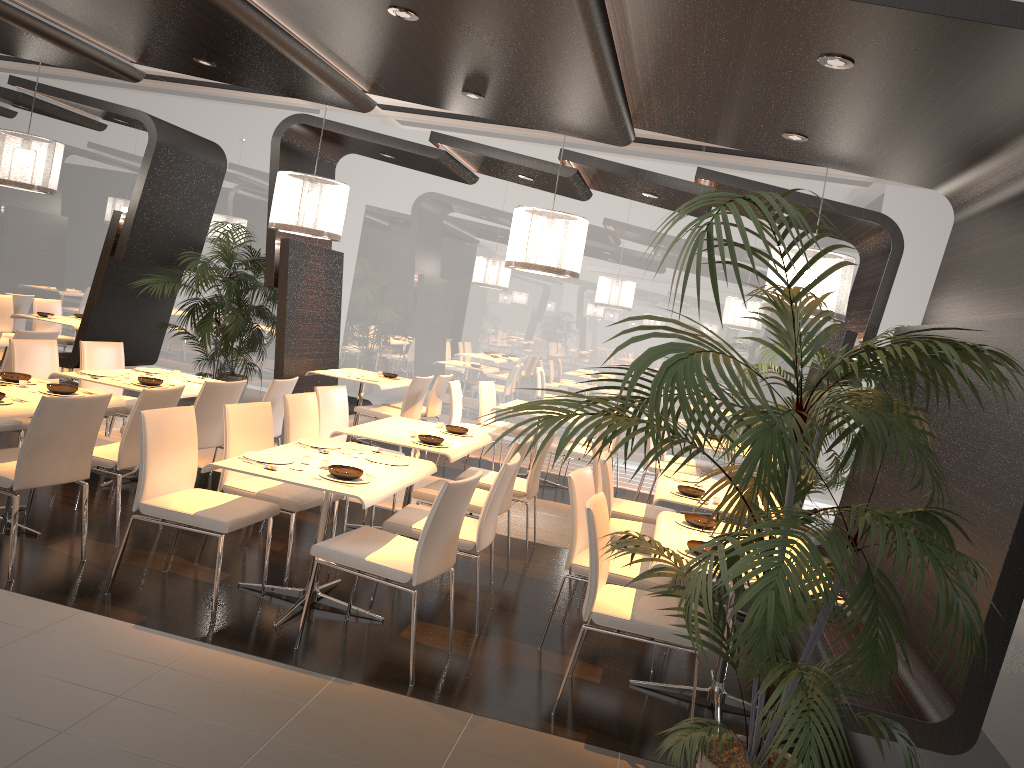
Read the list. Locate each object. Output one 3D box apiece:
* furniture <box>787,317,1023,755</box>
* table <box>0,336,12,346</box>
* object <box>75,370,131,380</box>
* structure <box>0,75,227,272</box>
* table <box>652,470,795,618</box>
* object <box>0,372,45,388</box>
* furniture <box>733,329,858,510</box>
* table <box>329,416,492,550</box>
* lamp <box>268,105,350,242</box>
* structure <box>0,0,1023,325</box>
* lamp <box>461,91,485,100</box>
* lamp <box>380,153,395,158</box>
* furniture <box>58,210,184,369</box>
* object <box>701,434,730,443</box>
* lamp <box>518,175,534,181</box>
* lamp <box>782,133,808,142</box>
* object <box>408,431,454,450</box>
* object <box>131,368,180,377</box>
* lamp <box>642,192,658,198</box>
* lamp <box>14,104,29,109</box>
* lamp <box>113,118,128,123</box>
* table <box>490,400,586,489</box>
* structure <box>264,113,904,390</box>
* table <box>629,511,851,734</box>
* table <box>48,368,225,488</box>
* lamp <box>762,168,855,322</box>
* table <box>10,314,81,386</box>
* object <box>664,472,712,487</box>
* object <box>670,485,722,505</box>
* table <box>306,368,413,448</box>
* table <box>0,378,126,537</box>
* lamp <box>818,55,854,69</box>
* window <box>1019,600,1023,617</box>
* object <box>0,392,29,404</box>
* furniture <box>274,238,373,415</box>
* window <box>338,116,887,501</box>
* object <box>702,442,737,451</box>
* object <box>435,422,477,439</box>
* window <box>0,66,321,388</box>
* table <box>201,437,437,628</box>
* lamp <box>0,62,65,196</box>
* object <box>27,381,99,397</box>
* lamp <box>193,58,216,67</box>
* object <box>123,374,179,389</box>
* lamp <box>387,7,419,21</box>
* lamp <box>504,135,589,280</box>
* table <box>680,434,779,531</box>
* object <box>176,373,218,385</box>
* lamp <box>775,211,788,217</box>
[{"bbox_3d":[1.934,0.452,4.670,0.759,1.672,2.901,10,3,10],"label":"furniture"},{"bbox_3d":[-4.566,-0.046,6.727,0.802,0.725,1.147,10,3,11],"label":"table"},{"bbox_3d":[-2.796,-0.073,6.038,0.335,0.038,0.377,10,4,5],"label":"object"},{"bbox_3d":[-6.384,-2.635,10.175,5.948,1.728,1.401,11,2,11],"label":"structure"},{"bbox_3d":[1.244,1.049,5.541,0.802,0.725,1.147,10,3,11],"label":"table"},{"bbox_3d":[-2.911,-0.028,5.192,0.304,0.044,0.365,11,4,10],"label":"object"},{"bbox_3d":[2.598,0.274,8.349,0.759,1.674,1.401,10,2,11],"label":"furniture"},{"bbox_3d":[-0.564,0.708,5.916,1.055,0.725,1.147,10,3,11],"label":"table"},{"bbox_3d":[-1.652,-2.255,7.735,0.631,1.930,0.623,10,1,39],"label":"lamp"},{"bbox_3d":[-2.408,-1.590,5.573,10.688,1.736,2.901,11,3,11],"label":"structure"},{"bbox_3d":[-0.261,-1.955,5.954,0.162,0.050,0.161,11,4,16],"label":"lamp"},{"bbox_3d":[-1.293,-2.390,9.193,0.160,0.054,0.160,11,4,16],"label":"lamp"},{"bbox_3d":[-4.327,-1.028,9.726,0.759,1.674,1.401,10,2,11],"label":"furniture"},{"bbox_3d":[2.032,0.538,8.767,0.304,0.044,0.365,11,4,10],"label":"object"},{"bbox_3d":[0.142,-2.092,8.907,0.161,0.056,0.162,10,4,5],"label":"lamp"},{"bbox_3d":[1.779,-1.563,5.548,0.162,0.050,0.161,11,4,16],"label":"lamp"},{"bbox_3d":[-0.535,0.349,5.588,0.304,0.044,0.365,11,4,10],"label":"object"},{"bbox_3d":[-2.680,-0.101,6.641,0.335,0.038,0.377,10,4,5],"label":"object"},{"bbox_3d":[1.356,-1.864,8.665,0.161,0.056,0.162,10,4,5],"label":"lamp"},{"bbox_3d":[-5.570,-3.165,10.043,0.161,0.056,0.162,10,4,5],"label":"lamp"},{"bbox_3d":[-4.336,-2.934,9.798,0.161,0.056,0.162,10,4,5],"label":"lamp"},{"bbox_3d":[0.228,0.614,8.812,0.802,0.725,1.147,10,3,11],"label":"table"},{"bbox_3d":[0.541,-1.333,8.797,5.948,1.728,1.401,11,2,11],"label":"structure"},{"bbox_3d":[0.995,1.123,4.071,0.802,0.725,1.147,10,3,11],"label":"table"},{"bbox_3d":[-2.624,0.321,6.322,0.802,0.725,1.147,10,3,11],"label":"table"},{"bbox_3d":[2.437,-1.487,6.921,0.631,1.930,0.623,10,1,43],"label":"lamp"},{"bbox_3d":[-4.860,-0.342,9.817,0.802,0.725,1.147,10,3,11],"label":"table"},{"bbox_3d":[1.178,0.625,5.862,0.335,0.038,0.377,10,4,5],"label":"object"},{"bbox_3d":[1.094,0.655,5.266,0.304,0.044,0.365,11,4,10],"label":"object"},{"bbox_3d":[-1.598,0.270,9.186,0.802,0.725,1.147,10,3,11],"label":"table"},{"bbox_3d":[-2.872,0.395,4.850,0.802,0.725,1.147,10,3,11],"label":"table"},{"bbox_3d":[1.492,-1.495,4.066,0.162,0.050,0.161,11,4,16],"label":"lamp"},{"bbox_3d":[4.021,-0.218,6.460,0.070,3.974,6.580,10,3,10],"label":"window"},{"bbox_3d":[-2.705,0.059,4.541,0.304,0.044,0.365,11,4,10],"label":"object"},{"bbox_3d":[-1.902,-0.572,9.244,0.759,1.674,1.401,10,2,11],"label":"furniture"},{"bbox_3d":[1.033,-1.093,10.999,6.595,3.980,0.070,10,0,11],"label":"window"},{"bbox_3d":[1.908,0.568,8.161,0.335,0.038,0.377,10,4,5],"label":"object"},{"bbox_3d":[-0.412,0.319,6.225,0.304,0.044,0.365,11,4,10],"label":"object"},{"bbox_3d":[-5.930,-2.402,12.384,6.595,3.980,0.070,10,0,11],"label":"window"},{"bbox_3d":[-0.962,0.754,4.470,0.802,0.725,1.147,10,3,11],"label":"table"},{"bbox_3d":[-4.463,-2.783,8.294,0.624,1.930,0.629,10,0,-17],"label":"lamp"},{"bbox_3d":[-2.618,0.027,5.128,0.304,0.044,0.365,11,4,10],"label":"object"},{"bbox_3d":[-2.200,-2.320,6.339,0.160,0.050,0.160,10,4,5],"label":"lamp"},{"bbox_3d":[-2.474,-0.019,6.019,0.304,0.044,0.365,11,4,10],"label":"object"},{"bbox_3d":[-0.548,-1.887,4.472,0.162,0.050,0.161,11,4,16],"label":"lamp"},{"bbox_3d":[0.408,-1.868,7.325,0.631,1.930,0.623,10,1,39],"label":"lamp"},{"bbox_3d":[2.066,0.959,8.439,0.802,0.725,1.147,10,3,11],"label":"table"},{"bbox_3d":[-2.339,-0.041,6.626,0.335,0.038,0.378,10,4,0],"label":"object"},{"bbox_3d":[2.590,-1.632,8.420,0.161,0.056,0.162,10,4,5],"label":"lamp"}]
